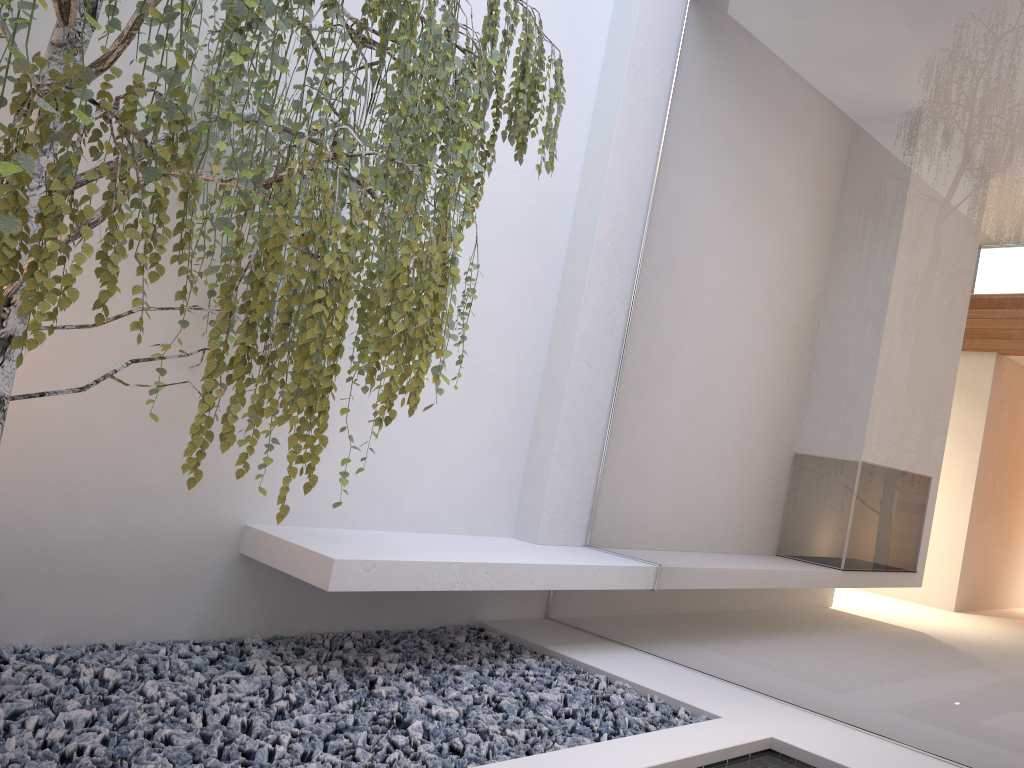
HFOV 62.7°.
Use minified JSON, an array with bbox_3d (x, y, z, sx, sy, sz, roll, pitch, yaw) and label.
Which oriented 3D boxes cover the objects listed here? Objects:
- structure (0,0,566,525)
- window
[{"bbox_3d":[-0.836,-1.135,1.937,1.537,3.987,2.755,7,-4,43],"label":"structure"},{"bbox_3d":[1.317,-0.347,3.365,0.058,3.252,2.448,12,-4,-44],"label":"window"}]
